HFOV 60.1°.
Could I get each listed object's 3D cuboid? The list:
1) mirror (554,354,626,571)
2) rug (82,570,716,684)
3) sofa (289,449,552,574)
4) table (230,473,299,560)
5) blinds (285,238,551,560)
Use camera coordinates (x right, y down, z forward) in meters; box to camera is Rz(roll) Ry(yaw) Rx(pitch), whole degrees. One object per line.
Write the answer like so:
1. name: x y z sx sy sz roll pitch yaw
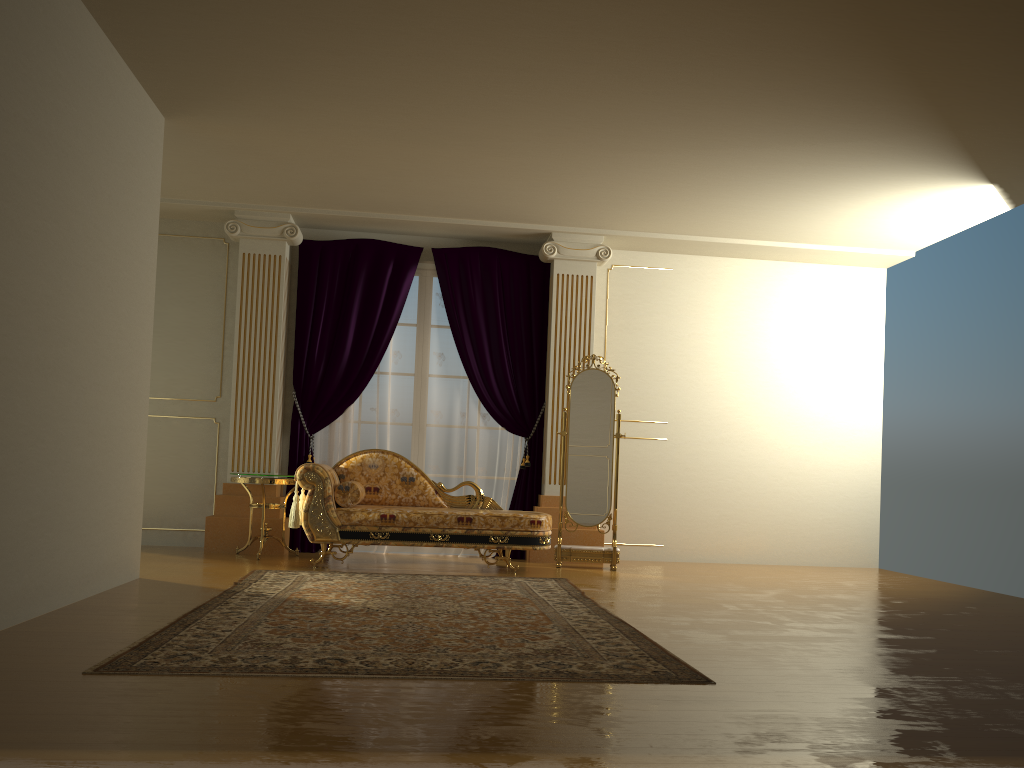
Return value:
1. mirror: 0.617 0.606 6.998 0.541 1.694 0.244 2 -2 4
2. rug: -0.505 1.137 4.499 2.117 0.017 3.092 3 -6 -6
3. sofa: -0.641 0.922 6.548 1.894 0.868 0.696 3 -4 -6
4. table: -1.890 1.016 6.811 0.571 0.641 0.573 -1 -5 39
5. blinds: -0.778 0.132 7.530 2.236 2.644 0.340 3 -2 -5
